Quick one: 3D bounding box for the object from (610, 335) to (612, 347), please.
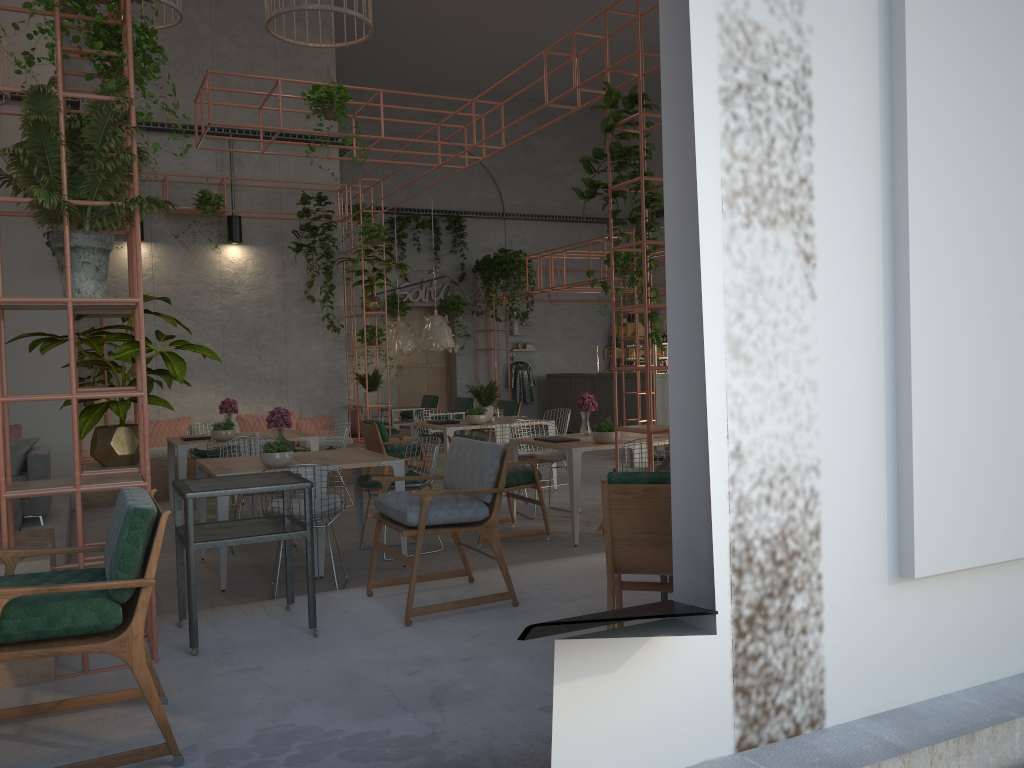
[{"bbox_3d":[2.266,-0.977,20.174,0.066,0.291,0.066,-1,2,34],"label":"object"}]

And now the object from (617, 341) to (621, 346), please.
[{"bbox_3d":[2.446,-0.909,20.144,0.115,0.147,0.115,-1,2,19],"label":"object"}]

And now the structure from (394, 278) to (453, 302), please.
[{"bbox_3d":[-1.844,-1.959,18.510,1.312,0.505,0.063,-3,2,-26],"label":"structure"}]

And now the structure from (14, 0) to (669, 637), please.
[{"bbox_3d":[-3.544,-1.007,11.435,4.501,4.345,14.096,-3,2,-27],"label":"structure"}]

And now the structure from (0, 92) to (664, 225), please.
[{"bbox_3d":[-0.735,-3.378,10.685,15.603,0.110,15.203,-3,2,-26],"label":"structure"}]

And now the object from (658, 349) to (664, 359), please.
[{"bbox_3d":[3.109,-0.630,18.502,0.131,0.207,0.131,-1,2,19],"label":"object"}]

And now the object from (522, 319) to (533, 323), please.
[{"bbox_3d":[0.346,-1.385,19.488,0.263,0.101,0.013,-3,2,-26],"label":"object"}]

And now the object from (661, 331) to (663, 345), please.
[{"bbox_3d":[3.108,-0.952,18.449,0.066,0.291,0.066,-1,2,34],"label":"object"}]

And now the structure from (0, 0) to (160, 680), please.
[{"bbox_3d":[-1.988,-0.464,4.117,0.748,3.623,0.722,-3,2,-26],"label":"structure"}]

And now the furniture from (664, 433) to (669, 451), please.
[{"bbox_3d":[2.893,0.909,13.083,0.941,0.446,0.976,-3,2,-26],"label":"furniture"}]

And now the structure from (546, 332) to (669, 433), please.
[{"bbox_3d":[2.798,-0.022,18.004,2.579,2.022,4.057,-3,2,-26],"label":"structure"}]

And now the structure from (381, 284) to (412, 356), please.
[{"bbox_3d":[-2.489,-1.321,18.264,0.921,1.527,0.950,-1,2,7],"label":"structure"}]

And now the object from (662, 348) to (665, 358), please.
[{"bbox_3d":[3.166,-0.653,18.355,0.072,0.248,0.094,-3,2,-26],"label":"object"}]

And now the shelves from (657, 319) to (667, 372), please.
[{"bbox_3d":[3.510,-0.406,17.906,0.328,1.838,1.750,-3,2,-26],"label":"shelves"}]

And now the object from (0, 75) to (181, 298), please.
[{"bbox_3d":[-2.045,-0.950,4.212,0.894,1.101,0.900,-1,2,28],"label":"object"}]

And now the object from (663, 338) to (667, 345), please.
[{"bbox_3d":[3.170,-0.880,18.361,0.115,0.147,0.115,-2,2,-17],"label":"object"}]

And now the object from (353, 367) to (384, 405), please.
[{"bbox_3d":[-1.945,0.023,12.117,0.438,0.527,0.368,-3,2,-26],"label":"object"}]

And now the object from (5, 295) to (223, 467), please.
[{"bbox_3d":[-2.040,-0.027,4.682,0.934,0.923,0.903,-1,2,31],"label":"object"}]

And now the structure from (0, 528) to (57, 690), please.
[{"bbox_3d":[-4.706,0.826,5.503,3.396,1.111,9.152,-3,2,-26],"label":"structure"}]

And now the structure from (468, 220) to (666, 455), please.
[{"bbox_3d":[3.951,-0.728,13.322,4.157,4.247,14.689,-3,2,-26],"label":"structure"}]

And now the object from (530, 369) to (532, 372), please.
[{"bbox_3d":[0.416,-0.333,19.595,0.033,0.146,0.070,-1,2,35],"label":"object"}]

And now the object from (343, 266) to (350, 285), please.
[{"bbox_3d":[-3.582,-2.027,17.286,0.900,1.101,0.894,-1,2,33],"label":"object"}]

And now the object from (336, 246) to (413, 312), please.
[{"bbox_3d":[-1.860,-1.446,12.045,0.934,0.947,0.903,-1,2,26],"label":"object"}]

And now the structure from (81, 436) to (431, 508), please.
[{"bbox_3d":[-4.360,1.078,13.882,4.386,0.500,5.831,-3,2,-26],"label":"structure"}]

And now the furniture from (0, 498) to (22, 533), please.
[{"bbox_3d":[-4.464,1.101,7.065,0.941,0.446,0.975,-3,2,-26],"label":"furniture"}]

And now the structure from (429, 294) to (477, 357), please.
[{"bbox_3d":[-1.320,-1.354,18.881,0.950,1.527,0.921,-3,2,-28],"label":"structure"}]

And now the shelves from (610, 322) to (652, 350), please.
[{"bbox_3d":[2.669,-0.430,19.632,0.328,1.838,1.750,-3,2,-26],"label":"shelves"}]

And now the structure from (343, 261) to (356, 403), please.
[{"bbox_3d":[-3.477,-0.603,17.471,0.630,3.597,0.430,-3,2,-26],"label":"structure"}]

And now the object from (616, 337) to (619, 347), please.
[{"bbox_3d":[2.409,-0.983,20.242,0.066,0.291,0.066,-1,2,14],"label":"object"}]

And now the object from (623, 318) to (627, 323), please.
[{"bbox_3d":[2.500,-1.407,19.642,0.088,0.123,0.088,-1,2,30],"label":"object"}]

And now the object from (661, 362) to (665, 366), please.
[{"bbox_3d":[3.136,-0.387,18.403,0.070,0.209,0.070,-1,2,24],"label":"object"}]

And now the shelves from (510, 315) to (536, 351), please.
[{"bbox_3d":[0.244,-1.119,19.420,0.560,0.790,0.186,-3,2,-26],"label":"shelves"}]

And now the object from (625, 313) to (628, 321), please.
[{"bbox_3d":[2.587,-1.506,19.862,0.134,0.301,0.134,-3,2,-37],"label":"object"}]

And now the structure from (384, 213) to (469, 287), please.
[{"bbox_3d":[-1.818,-2.795,18.392,1.939,1.514,0.856,-3,2,-32],"label":"structure"}]

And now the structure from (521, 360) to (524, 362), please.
[{"bbox_3d":[0.222,-0.501,19.509,0.066,0.044,0.019,-3,2,-26],"label":"structure"}]

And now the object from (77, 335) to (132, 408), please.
[{"bbox_3d":[-4.972,-0.136,10.577,0.934,0.919,0.903,-1,2,36],"label":"object"}]

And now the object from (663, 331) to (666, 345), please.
[{"bbox_3d":[3.177,-0.955,18.483,0.066,0.291,0.066,-2,2,-19],"label":"object"}]

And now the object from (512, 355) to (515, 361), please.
[{"bbox_3d":[0.036,-0.570,19.399,0.093,0.121,0.049,-2,2,-24],"label":"object"}]

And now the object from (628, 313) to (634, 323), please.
[{"bbox_3d":[2.638,-1.544,19.673,0.134,0.386,0.134,-1,2,8],"label":"object"}]

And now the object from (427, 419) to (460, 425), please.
[{"bbox_3d":[-0.825,0.456,10.652,0.268,0.031,0.427,-3,2,-26],"label":"object"}]
